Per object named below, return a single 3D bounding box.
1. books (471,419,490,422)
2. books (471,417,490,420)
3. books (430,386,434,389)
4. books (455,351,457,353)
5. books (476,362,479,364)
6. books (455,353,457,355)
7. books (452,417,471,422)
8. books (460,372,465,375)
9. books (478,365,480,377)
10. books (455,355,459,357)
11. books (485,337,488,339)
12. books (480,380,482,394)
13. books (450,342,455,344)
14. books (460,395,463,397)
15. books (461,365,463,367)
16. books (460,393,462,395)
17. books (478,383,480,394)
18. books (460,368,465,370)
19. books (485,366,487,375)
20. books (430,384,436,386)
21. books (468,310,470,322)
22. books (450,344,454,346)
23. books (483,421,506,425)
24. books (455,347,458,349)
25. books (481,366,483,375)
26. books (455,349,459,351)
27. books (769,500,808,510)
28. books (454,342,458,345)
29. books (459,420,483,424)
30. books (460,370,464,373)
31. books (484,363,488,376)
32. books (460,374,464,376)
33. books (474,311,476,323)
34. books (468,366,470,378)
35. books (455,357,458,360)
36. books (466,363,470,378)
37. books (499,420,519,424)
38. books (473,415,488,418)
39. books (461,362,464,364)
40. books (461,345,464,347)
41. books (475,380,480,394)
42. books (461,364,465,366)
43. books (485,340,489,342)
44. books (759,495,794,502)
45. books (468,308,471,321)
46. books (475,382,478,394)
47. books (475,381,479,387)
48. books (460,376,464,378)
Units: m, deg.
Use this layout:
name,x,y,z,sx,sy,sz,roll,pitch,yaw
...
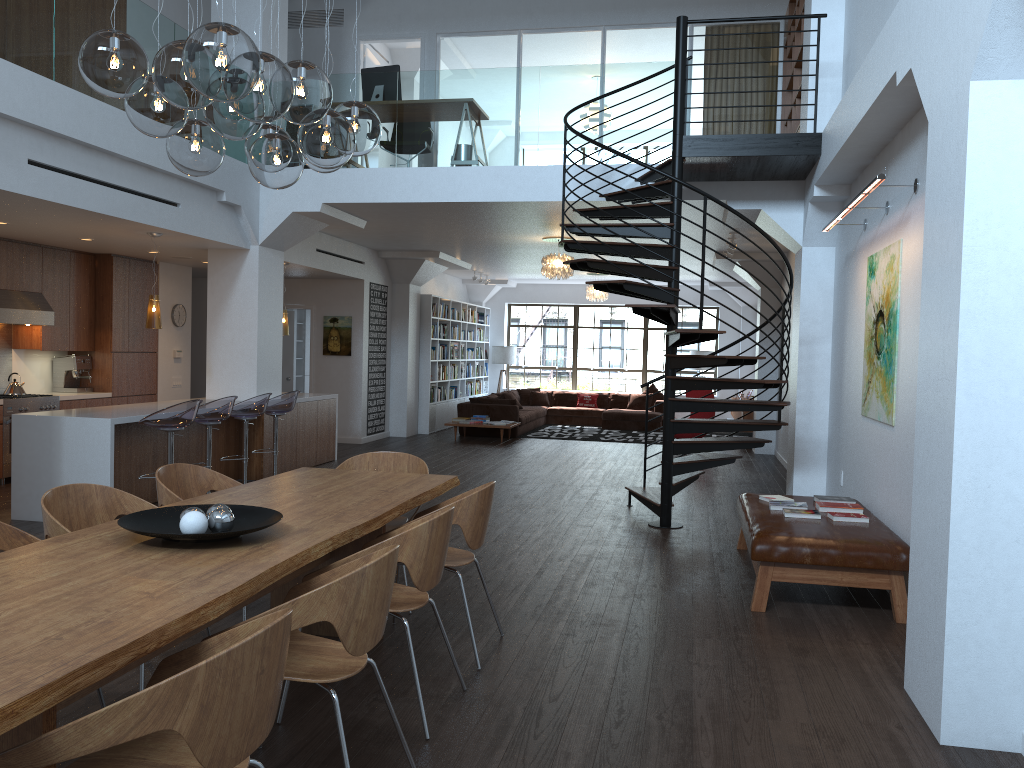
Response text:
name,x,y,z,sx,sy,sz,roll,pitch,yaw
books,-0.531,0.616,15.020,0.312,0.037,0.216,2,2,1
books,-0.534,0.580,15.023,0.279,0.035,0.191,2,2,21
books,-1.477,0.050,15.585,0.174,0.045,0.240,2,2,1
books,-1.159,-0.619,17.156,0.168,0.045,0.231,2,2,6
books,-0.838,-0.448,18.701,0.224,0.030,0.161,2,2,21
books,-1.176,-0.575,17.147,0.180,0.042,0.259,2,2,11
books,-0.854,0.603,15.024,0.241,0.045,0.334,2,2,13
books,-1.089,-0.213,17.633,0.259,0.040,0.180,2,2,11
books,-0.779,-0.288,18.978,0.183,0.253,0.042,2,2,11
books,-1.153,-0.535,17.148,0.160,0.039,0.251,2,2,16
books,-0.681,-1.014,19.467,0.174,0.032,0.254,-1,3,-44
books,-0.740,0.063,19.255,0.176,0.290,0.053,2,2,11
books,-1.208,-0.774,16.736,0.223,0.027,0.161,2,2,21
books,-1.141,0.232,17.600,0.284,0.035,0.197,2,2,11
books,-1.052,-0.357,17.592,0.161,0.026,0.223,2,2,1
books,-1.140,0.198,17.599,0.284,0.033,0.197,1,2,-4
books,-0.791,0.093,18.991,0.189,0.247,0.057,2,2,11
books,-1.082,-0.295,17.607,0.253,0.040,0.183,2,2,11
books,-0.654,-0.284,19.571,0.161,0.213,0.146,2,2,11
books,-1.473,0.015,15.560,0.223,0.027,0.161,2,2,21
books,-0.945,-1.375,17.985,0.171,0.246,0.057,2,2,11
books,-1.213,-0.739,16.761,0.174,0.045,0.240,2,2,11
books,-0.288,0.640,14.551,0.231,0.040,0.342,0,3,-39
books,-1.155,-0.697,17.155,0.161,0.033,0.223,2,2,11
books,-0.735,-0.282,19.198,0.168,0.228,0.139,2,2,11
books,-1.151,-0.661,17.149,0.183,0.042,0.253,2,2,11
books,1.887,0.835,6.062,0.247,0.040,0.185,2,2,15
books,-1.137,-0.786,17.161,0.129,0.043,0.185,3,2,26
books,-0.680,0.627,14.640,0.236,0.035,0.340,3,3,36
books,-1.077,-0.255,17.615,0.231,0.044,0.168,2,2,6
books,-0.631,-0.328,19.668,0.176,0.290,0.053,2,2,11
books,-1.091,-0.174,17.610,0.251,0.037,0.160,2,2,16
books,-0.848,-1.393,18.435,0.183,0.253,0.034,2,2,11
books,-0.959,-0.256,18.036,0.182,0.253,0.098,2,2,11
books,-1.150,-0.495,17.151,0.171,0.039,0.246,2,2,11
books,-0.954,-0.279,18.140,0.197,0.290,0.136,2,2,11
books,-0.068,0.635,14.857,0.256,0.035,0.350,3,3,37
books,-0.529,0.549,15.019,0.224,0.027,0.157,2,2,16
books,-1.063,-0.414,17.592,0.185,0.041,0.129,3,2,26
books,-1.074,-0.751,17.485,0.223,0.031,0.161,2,2,11
books,-0.763,0.066,19.036,0.140,0.298,0.044,2,2,11
books,-1.059,-0.382,17.599,0.208,0.024,0.144,2,2,16
books,-0.685,-0.947,19.475,0.284,0.035,0.197,3,3,41
books,1.902,0.829,6.385,0.161,0.031,0.223,1,2,-11
books,-0.931,-1.399,18.065,0.176,0.290,0.053,2,2,11
books,-0.811,0.093,18.872,0.183,0.253,0.037,2,2,11
books,-0.815,0.076,18.932,0.198,0.284,0.066,2,2,11
books,-1.091,-0.136,17.608,0.246,0.038,0.171,2,2,11
